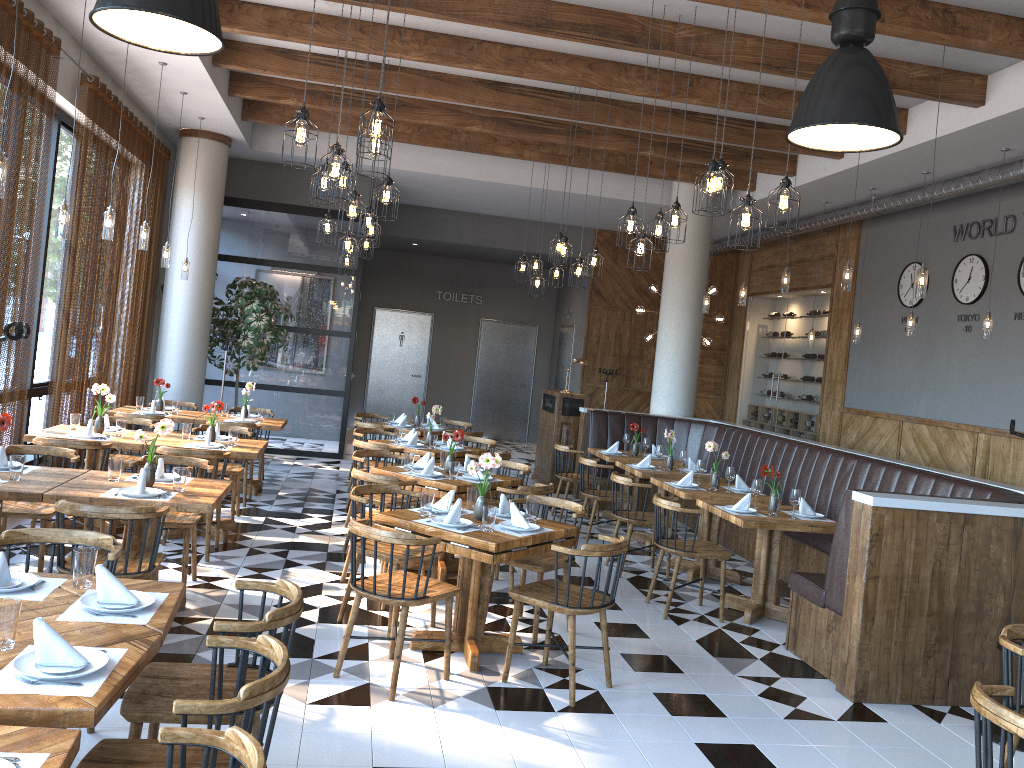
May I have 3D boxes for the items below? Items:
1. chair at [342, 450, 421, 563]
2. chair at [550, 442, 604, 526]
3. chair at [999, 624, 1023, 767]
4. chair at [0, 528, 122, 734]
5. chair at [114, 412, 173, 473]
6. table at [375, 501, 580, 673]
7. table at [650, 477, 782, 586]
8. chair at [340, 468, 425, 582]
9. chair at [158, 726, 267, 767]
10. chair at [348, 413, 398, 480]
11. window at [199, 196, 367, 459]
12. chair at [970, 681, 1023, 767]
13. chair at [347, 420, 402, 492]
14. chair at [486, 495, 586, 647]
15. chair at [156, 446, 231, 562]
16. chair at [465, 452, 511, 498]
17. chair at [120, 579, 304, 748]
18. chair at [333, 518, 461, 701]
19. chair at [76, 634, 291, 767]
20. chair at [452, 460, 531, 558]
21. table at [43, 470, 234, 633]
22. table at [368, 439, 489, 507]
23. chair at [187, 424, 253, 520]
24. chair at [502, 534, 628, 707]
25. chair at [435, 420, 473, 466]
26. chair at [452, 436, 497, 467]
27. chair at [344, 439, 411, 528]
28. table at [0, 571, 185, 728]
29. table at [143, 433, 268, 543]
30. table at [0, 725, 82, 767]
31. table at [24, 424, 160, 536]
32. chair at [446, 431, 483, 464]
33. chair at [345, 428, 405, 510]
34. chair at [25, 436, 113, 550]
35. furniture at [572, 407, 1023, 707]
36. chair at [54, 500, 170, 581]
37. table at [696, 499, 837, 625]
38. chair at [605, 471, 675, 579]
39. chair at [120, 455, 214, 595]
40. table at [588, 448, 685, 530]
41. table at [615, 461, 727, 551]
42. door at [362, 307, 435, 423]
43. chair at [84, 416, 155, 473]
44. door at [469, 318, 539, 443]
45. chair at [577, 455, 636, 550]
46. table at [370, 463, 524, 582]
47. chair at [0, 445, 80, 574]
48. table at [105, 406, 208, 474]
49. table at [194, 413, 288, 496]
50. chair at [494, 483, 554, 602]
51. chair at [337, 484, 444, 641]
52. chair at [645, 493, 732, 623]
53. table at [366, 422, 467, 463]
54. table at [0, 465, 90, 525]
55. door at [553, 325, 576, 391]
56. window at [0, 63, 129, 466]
[{"bbox_3d":[-1.057,0.984,7.255,0.551,0.817,0.518,6,0,35],"label":"chair"},{"bbox_3d":[0.700,1.081,9.685,0.549,0.817,0.520,6,0,-10],"label":"chair"},{"bbox_3d":[2.215,1.439,3.497,0.519,0.817,0.550,6,0,-10],"label":"chair"},{"bbox_3d":[-1.861,1.028,3.453,0.519,0.817,0.550,6,0,-10],"label":"chair"},{"bbox_3d":[-3.609,0.680,8.624,0.519,0.817,0.550,6,0,-10],"label":"chair"},{"bbox_3d":[-0.225,1.165,5.119,0.866,0.764,0.862,6,1,35],"label":"table"},{"bbox_3d":[1.694,1.277,7.627,0.849,0.764,0.851,6,1,-10],"label":"table"},{"bbox_3d":[-0.901,1.029,6.356,0.520,0.817,0.548,6,0,35],"label":"chair"},{"bbox_3d":[-0.821,1.188,1.806,0.549,0.817,0.520,6,0,-10],"label":"chair"},{"bbox_3d":[-1.699,0.796,10.950,0.551,0.817,0.518,6,0,35],"label":"chair"},{"bbox_3d":[-3.716,-0.846,13.521,2.725,3.550,2.187,6,0,-10],"label":"window"},{"bbox_3d":[1.705,1.413,2.747,0.549,0.817,0.520,6,0,-10],"label":"chair"},{"bbox_3d":[-1.544,0.842,10.052,0.520,0.817,0.548,6,0,35],"label":"chair"},{"bbox_3d":[0.144,1.159,5.637,0.520,0.817,0.548,6,0,35],"label":"chair"},{"bbox_3d":[-2.413,0.866,6.645,0.519,0.817,0.550,6,0,-10],"label":"chair"},{"bbox_3d":[-0.326,1.022,8.345,0.551,0.817,0.518,6,0,35],"label":"chair"},{"bbox_3d":[-1.040,1.124,3.068,0.549,0.817,0.520,6,0,-10],"label":"chair"},{"bbox_3d":[-0.593,1.119,4.583,0.520,0.817,0.548,6,0,35],"label":"chair"},{"bbox_3d":[-0.932,1.155,2.447,0.549,0.817,0.520,6,0,-10],"label":"chair"},{"bbox_3d":[-0.164,1.069,7.410,0.520,0.817,0.548,6,0,35],"label":"chair"},{"bbox_3d":[-2.143,0.971,5.117,0.849,0.764,0.851,6,1,-10],"label":"table"},{"bbox_3d":[-0.852,0.983,8.724,0.866,0.764,0.862,6,1,35],"label":"table"},{"bbox_3d":[-2.636,0.801,7.931,0.519,0.817,0.550,6,0,-10],"label":"chair"},{"bbox_3d":[0.300,1.204,4.739,0.551,0.817,0.518,6,0,35],"label":"chair"},{"bbox_3d":[-0.818,0.880,11.126,0.520,0.817,0.548,6,0,35],"label":"chair"},{"bbox_3d":[-0.482,0.976,9.243,0.520,0.817,0.548,6,0,35],"label":"chair"},{"bbox_3d":[-1.220,0.936,8.189,0.520,0.817,0.548,6,0,35],"label":"chair"},{"bbox_3d":[-1.719,1.096,2.643,1.215,0.764,1.215,6,1,-6],"label":"table"},{"bbox_3d":[-2.520,0.861,7.287,0.849,0.764,0.851,6,1,-10],"label":"table"},{"bbox_3d":[-1.503,1.159,1.400,1.215,0.764,1.215,6,1,-6],"label":"table"},{"bbox_3d":[-3.359,0.781,7.140,0.849,0.764,0.851,6,1,-10],"label":"table"},{"bbox_3d":[-0.650,0.927,10.208,0.551,0.817,0.518,6,0,35],"label":"chair"},{"bbox_3d":[-1.376,0.891,9.087,0.551,0.817,0.518,6,0,35],"label":"chair"},{"bbox_3d":[-3.240,0.787,6.500,0.519,0.817,0.550,6,0,-10],"label":"chair"},{"bbox_3d":[2.316,1.123,8.305,1.916,1.150,6.594,6,2,-10],"label":"furniture"},{"bbox_3d":[-2.036,0.976,4.476,0.519,0.817,0.550,6,0,-10],"label":"chair"},{"bbox_3d":[1.883,1.332,6.540,0.849,0.764,0.851,6,1,-10],"label":"table"},{"bbox_3d":[1.078,1.191,7.513,0.549,0.817,0.520,6,0,-10],"label":"chair"},{"bbox_3d":[-2.260,0.911,5.762,0.519,0.817,0.550,6,0,-10],"label":"chair"},{"bbox_3d":[1.318,1.167,9.788,0.849,0.764,0.851,6,1,-10],"label":"table"},{"bbox_3d":[1.507,1.222,8.701,0.849,0.764,0.851,6,1,-10],"label":"table"},{"bbox_3d":[-2.232,-0.264,17.398,1.206,2.395,0.114,6,-1,-10],"label":"door"},{"bbox_3d":[-3.463,0.722,7.787,0.519,0.817,0.550,6,0,-10],"label":"chair"},{"bbox_3d":[-0.160,-0.067,17.760,1.206,2.395,0.114,6,-1,-10],"label":"door"},{"bbox_3d":[0.889,1.136,8.599,0.549,0.817,0.520,6,0,-10],"label":"chair"},{"bbox_3d":[-0.533,1.075,6.892,0.866,0.764,0.862,6,1,35],"label":"table"},{"bbox_3d":[-3.087,0.832,5.618,0.519,0.817,0.550,6,0,-10],"label":"chair"},{"bbox_3d":[-3.728,0.673,9.264,0.849,0.764,0.851,6,1,-10],"label":"table"},{"bbox_3d":[-2.889,0.754,9.410,0.849,0.764,0.851,6,1,-10],"label":"table"},{"bbox_3d":[-0.008,1.114,6.512,0.551,0.817,0.518,6,0,35],"label":"chair"},{"bbox_3d":[-0.749,1.073,5.482,0.551,0.817,0.518,6,0,35],"label":"chair"},{"bbox_3d":[1.266,1.246,6.428,0.549,0.817,0.520,6,0,-10],"label":"chair"},{"bbox_3d":[-1.173,0.889,10.576,0.866,0.764,0.862,6,1,35],"label":"table"},{"bbox_3d":[-2.982,0.891,4.971,0.849,0.764,0.851,6,1,-10],"label":"table"},{"bbox_3d":[0.913,0.076,16.746,0.114,2.395,1.207,6,0,-10],"label":"door"},{"bbox_3d":[-2.269,-0.551,3.054,4.483,3.165,15.163,5,2,-33],"label":"window"}]
